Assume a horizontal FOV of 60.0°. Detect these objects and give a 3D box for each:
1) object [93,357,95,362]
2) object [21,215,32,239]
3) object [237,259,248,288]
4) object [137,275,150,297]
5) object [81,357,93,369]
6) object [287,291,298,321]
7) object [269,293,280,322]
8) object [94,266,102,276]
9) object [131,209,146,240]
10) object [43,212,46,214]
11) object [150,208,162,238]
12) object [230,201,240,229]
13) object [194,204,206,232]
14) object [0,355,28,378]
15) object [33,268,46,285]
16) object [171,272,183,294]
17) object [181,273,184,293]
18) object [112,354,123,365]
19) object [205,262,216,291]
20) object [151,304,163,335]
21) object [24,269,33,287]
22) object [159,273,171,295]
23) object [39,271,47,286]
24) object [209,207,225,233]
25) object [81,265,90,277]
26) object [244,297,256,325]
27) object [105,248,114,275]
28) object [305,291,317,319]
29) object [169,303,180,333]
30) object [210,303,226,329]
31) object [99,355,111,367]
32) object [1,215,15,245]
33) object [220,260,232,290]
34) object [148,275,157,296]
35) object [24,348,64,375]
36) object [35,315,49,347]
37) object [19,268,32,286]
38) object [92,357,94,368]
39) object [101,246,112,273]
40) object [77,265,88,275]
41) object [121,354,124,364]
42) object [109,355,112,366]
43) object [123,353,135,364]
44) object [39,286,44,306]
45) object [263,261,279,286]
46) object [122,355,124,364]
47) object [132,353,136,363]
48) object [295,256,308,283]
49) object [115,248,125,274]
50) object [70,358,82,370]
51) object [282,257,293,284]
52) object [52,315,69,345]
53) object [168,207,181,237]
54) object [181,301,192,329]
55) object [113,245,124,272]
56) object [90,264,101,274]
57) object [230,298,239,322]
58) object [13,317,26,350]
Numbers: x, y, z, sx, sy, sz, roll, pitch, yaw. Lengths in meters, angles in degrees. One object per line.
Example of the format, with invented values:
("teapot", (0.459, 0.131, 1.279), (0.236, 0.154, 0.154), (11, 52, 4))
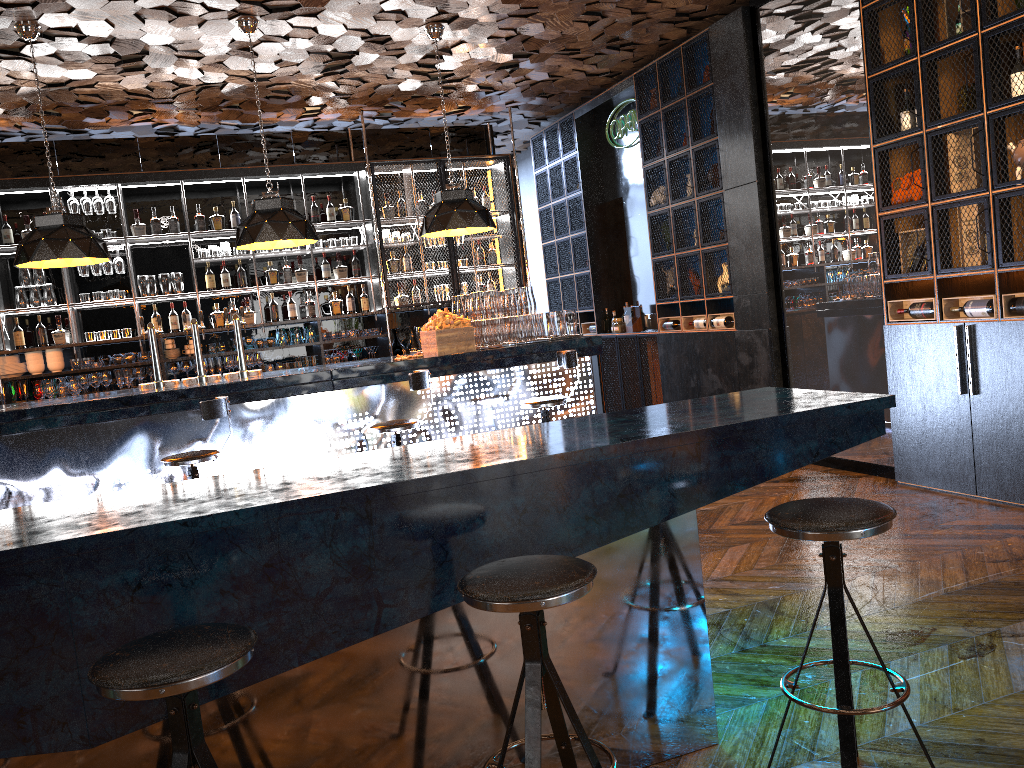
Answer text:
("object", (-4.005, -0.202, 8.411), (0.089, 0.100, 0.100), (-9, 5, -26))
("object", (-4.429, -1.405, 8.120), (0.123, 0.279, 0.123), (-9, 5, -31))
("object", (-2.684, -1.090, 8.794), (0.086, 0.297, 0.086), (-4, 5, 29))
("object", (-3.498, -0.926, 8.430), (0.105, 0.209, 0.105), (-4, 5, 25))
("object", (-3.932, -0.193, 8.201), (0.089, 0.100, 0.100), (-5, 5, 16))
("object", (-2.230, -0.790, 8.978), (0.086, 0.298, 0.086), (-4, 5, 29))
("object", (-2.387, -0.765, 8.886), (0.086, 0.297, 0.086), (-5, 5, 14))
("object", (-3.941, -1.153, 8.403), (0.092, 0.244, 0.092), (-4, 5, 31))
("object", (-3.566, -1.522, 8.450), (0.123, 0.279, 0.123), (-9, 5, -31))
("object", (-4.291, -1.437, 8.188), (0.086, 0.299, 0.086), (-4, 5, 29))
("object", (-3.419, -1.545, 8.502), (0.083, 0.282, 0.083), (-10, 6, -35))
("object", (-2.738, -1.657, 8.763), (0.086, 0.298, 0.086), (-4, 5, 29))
("object", (-3.042, -1.606, 8.639), (0.083, 0.282, 0.083), (-10, 6, -35))
("object", (-4.566, -0.156, 8.032), (0.306, 0.195, 0.300), (-8, 5, -19))
("object", (-4.361, -1.018, 8.174), (0.105, 0.209, 0.105), (-4, 5, 25))
("object", (-3.220, -0.966, 8.535), (0.105, 0.209, 0.105), (-4, 5, 25))
("object", (-3.247, -0.971, 8.640), (0.105, 0.209, 0.105), (-4, 5, 25))
("object", (-3.686, -0.229, 8.291), (0.093, 0.099, 0.093), (-7, 5, -3))
("object", (-2.962, -1.050, 8.696), (0.086, 0.299, 0.086), (-4, 5, 29))
("object", (-3.426, -0.619, 8.542), (0.086, 0.299, 0.086), (-4, 5, 29))
("object", (-4.510, -1.006, 8.229), (0.105, 0.209, 0.105), (-4, 5, 25))
("object", (-3.329, -0.952, 8.521), (0.105, 0.209, 0.105), (-4, 5, 25))
("object", (-4.396, -1.021, 8.258), (0.105, 0.209, 0.105), (-4, 5, 25))
("object", (-2.891, -1.609, 8.694), (0.151, 0.248, 0.094), (-8, 5, -16))
("object", (-4.043, -1.139, 8.366), (0.092, 0.244, 0.092), (-4, 5, 31))
("object", (-2.617, -0.722, 8.815), (0.123, 0.279, 0.123), (-7, 5, -6))
("object", (-3.849, -1.167, 8.437), (0.092, 0.244, 0.092), (-4, 5, 31))
("object", (-2.056, -0.806, 9.033), (0.083, 0.282, 0.083), (-10, 6, -35))
("object", (-3.288, -0.642, 8.618), (0.086, 0.298, 0.086), (-4, 5, 29))
("object", (-2.893, -0.668, 8.729), (0.151, 0.248, 0.094), (-9, 5, -31))
("object", (-3.787, -0.215, 8.258), (0.109, 0.100, 0.109), (-10, 6, -37))
("object", (-4.612, -1.393, 8.101), (0.086, 0.298, 0.086), (-4, 5, 29))
("object", (-2.835, -1.072, 8.769), (0.086, 0.298, 0.086), (-4, 5, 29))
("object", (-3.479, -0.939, 8.560), (0.105, 0.209, 0.105), (-4, 5, 25))
("object", (-4.267, -0.207, 8.104), (0.309, 0.216, 0.149), (-8, 5, -22))
("object", (-4.341, -0.486, 8.176), (0.086, 0.297, 0.086), (-5, 5, 14))
("object", (-4.466, -1.003, 8.126), (0.105, 0.209, 0.105), (-4, 5, 25))
("object", (-3.974, -0.198, 8.315), (0.089, 0.100, 0.100), (-5, 5, 22))
("object", (-3.792, -1.161, 8.282), (0.092, 0.244, 0.092), (-4, 5, 31))
("object", (-3.986, -1.133, 8.211), (0.092, 0.244, 0.092), (-4, 5, 31))
("object", (-3.761, -0.237, 8.491), (0.093, 0.099, 0.093), (-8, 5, -18))
("object", (-3.842, -0.221, 8.407), (0.109, 0.100, 0.109), (-10, 6, -37))
("object", (-3.576, -0.241, 8.281), (0.093, 0.099, 0.093), (-7, 5, 0))
("object", (-4.430, -0.807, 8.264), (0.105, 0.209, 0.105), (-4, 5, 25))
("object", (-2.411, -1.103, 8.890), (0.151, 0.248, 0.094), (-9, 5, -31))
("object", (-3.723, -0.233, 8.393), (0.093, 0.099, 0.093), (-9, 5, -32))
("object", (-3.645, -0.248, 8.474), (0.093, 0.099, 0.093), (-9, 5, -32))
("object", (-2.136, -1.157, 8.976), (0.123, 0.279, 0.123), (-7, 5, -6))
("object", (-3.752, -1.180, 8.472), (0.092, 0.244, 0.092), (-4, 5, 31))
("object", (-3.990, -0.180, 8.121), (0.100, 0.100, 0.089), (-8, 5, -15))
("object", (-2.270, -1.141, 8.942), (0.083, 0.282, 0.083), (-8, 5, -20))
("object", (-4.198, -0.497, 8.240), (0.123, 0.279, 0.123), (-7, 5, -6))
("object", (-3.264, -1.567, 8.559), (0.083, 0.282, 0.083), (-7, 5, -5))
("object", (-3.170, -0.656, 8.636), (0.086, 0.298, 0.086), (-4, 5, 29))
("object", (-3.695, -1.174, 8.317), (0.092, 0.244, 0.092), (-4, 5, 31))
("object", (-3.884, -1.148, 8.249), (0.092, 0.244, 0.092), (-4, 5, 31))
("object", (-2.751, -0.707, 8.781), (0.083, 0.282, 0.083), (-8, 5, -20))
("object", (-4.530, -0.461, 8.140), (0.086, 0.299, 0.086), (-4, 5, 29))
